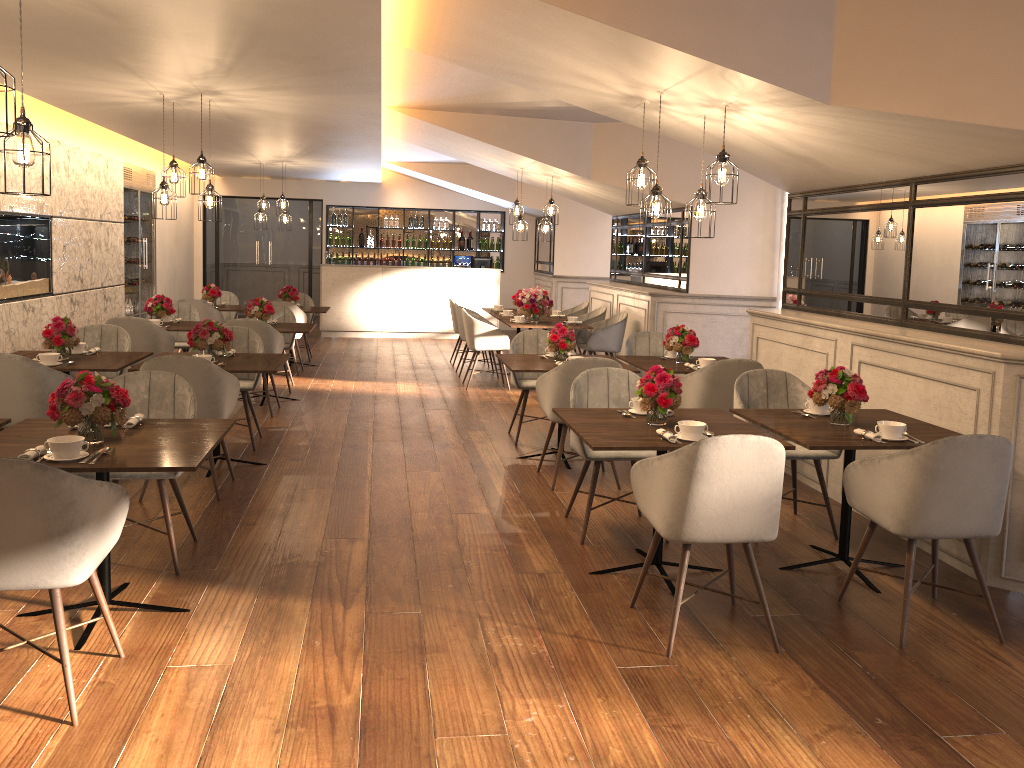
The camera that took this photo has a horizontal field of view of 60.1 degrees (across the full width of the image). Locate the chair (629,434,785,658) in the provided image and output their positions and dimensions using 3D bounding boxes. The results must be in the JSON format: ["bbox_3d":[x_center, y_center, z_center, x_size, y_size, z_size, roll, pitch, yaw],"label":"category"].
[{"bbox_3d":[0.795,0.579,3.570,0.565,0.868,0.529,1,6,-8],"label":"chair"}]

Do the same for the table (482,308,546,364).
[{"bbox_3d":[0.085,-0.611,11.766,0.896,0.717,0.902,1,7,-8],"label":"table"}]

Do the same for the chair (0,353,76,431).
[{"bbox_3d":[-2.912,0.219,5.210,0.565,0.868,0.529,1,6,-8],"label":"chair"}]

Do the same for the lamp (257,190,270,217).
[{"bbox_3d":[-3.586,-3.461,12.798,0.175,2.059,0.176,1,5,-7],"label":"lamp"}]

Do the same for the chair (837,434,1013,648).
[{"bbox_3d":[1.744,0.586,3.711,0.565,0.868,0.529,1,6,-8],"label":"chair"}]

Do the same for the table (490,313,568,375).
[{"bbox_3d":[0.221,-0.466,10.841,0.896,0.717,0.902,1,7,-8],"label":"table"}]

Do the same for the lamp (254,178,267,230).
[{"bbox_3d":[-3.544,-3.218,12.492,0.175,2.059,0.176,1,5,-7],"label":"lamp"}]

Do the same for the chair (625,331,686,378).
[{"bbox_3d":[1.184,0.024,7.302,0.565,0.868,0.529,1,6,-8],"label":"chair"}]

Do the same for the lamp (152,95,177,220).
[{"bbox_3d":[-2.726,-2.330,6.925,0.175,2.059,0.176,1,5,-7],"label":"lamp"}]

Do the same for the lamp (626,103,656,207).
[{"bbox_3d":[0.844,-2.155,5.518,0.175,2.059,0.176,1,5,-7],"label":"lamp"}]

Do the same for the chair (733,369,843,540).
[{"bbox_3d":[1.521,0.381,5.014,0.565,0.868,0.529,1,6,-8],"label":"chair"}]

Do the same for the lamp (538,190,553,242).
[{"bbox_3d":[0.428,-2.737,10.557,0.175,2.059,0.176,1,5,-7],"label":"lamp"}]

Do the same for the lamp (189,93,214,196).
[{"bbox_3d":[-2.370,-2.489,6.756,0.175,2.059,0.176,1,5,-7],"label":"lamp"}]

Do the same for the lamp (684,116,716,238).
[{"bbox_3d":[1.189,-1.930,5.385,0.175,2.059,0.176,1,5,-7],"label":"lamp"}]

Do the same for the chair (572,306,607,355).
[{"bbox_3d":[0.876,-0.533,10.910,0.526,0.868,0.568,1,6,-8],"label":"chair"}]

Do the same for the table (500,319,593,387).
[{"bbox_3d":[0.357,-0.322,9.916,0.896,0.717,0.902,1,7,-8],"label":"table"}]

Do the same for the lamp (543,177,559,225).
[{"bbox_3d":[0.482,-2.879,10.215,0.175,2.059,0.176,1,5,-7],"label":"lamp"}]

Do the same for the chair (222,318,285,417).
[{"bbox_3d":[-2.336,-0.171,7.890,0.565,0.868,0.529,1,6,-8],"label":"chair"}]

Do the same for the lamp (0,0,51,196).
[{"bbox_3d":[-1.874,-1.764,3.363,0.175,2.059,0.176,1,5,-7],"label":"lamp"}]

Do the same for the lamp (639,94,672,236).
[{"bbox_3d":[0.885,-1.913,5.212,0.175,2.059,0.176,1,5,-7],"label":"lamp"}]

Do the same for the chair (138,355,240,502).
[{"bbox_3d":[-1.963,0.226,5.351,0.565,0.868,0.529,1,6,-8],"label":"chair"}]

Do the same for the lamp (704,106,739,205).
[{"bbox_3d":[1.242,-2.071,5.043,0.175,2.059,0.176,1,5,-7],"label":"lamp"}]

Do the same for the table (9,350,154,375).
[{"bbox_3d":[-2.956,0.193,5.872,0.896,0.717,0.902,1,7,-8],"label":"table"}]

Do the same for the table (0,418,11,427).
[{"bbox_3d":[-2.597,0.574,3.431,0.896,0.717,0.902,1,7,-8],"label":"table"}]

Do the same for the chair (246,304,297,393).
[{"bbox_3d":[-2.513,-0.375,9.200,0.565,0.868,0.529,1,6,-8],"label":"chair"}]

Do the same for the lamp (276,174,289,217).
[{"bbox_3d":[-3.188,-3.377,12.323,0.175,2.059,0.176,1,5,-7],"label":"lamp"}]

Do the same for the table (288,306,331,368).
[{"bbox_3d":[-2.739,-0.578,10.991,0.896,0.717,0.902,1,7,-8],"label":"table"}]

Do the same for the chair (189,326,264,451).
[{"bbox_3d":[-2.140,0.022,6.661,0.565,0.868,0.529,1,6,-8],"label":"chair"}]

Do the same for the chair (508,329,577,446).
[{"bbox_3d":[0.236,0.017,7.162,0.565,0.868,0.529,1,6,-8],"label":"chair"}]

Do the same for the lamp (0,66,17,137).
[{"bbox_3d":[-1.821,-1.905,3.021,0.175,2.059,0.176,1,5,-7],"label":"lamp"}]

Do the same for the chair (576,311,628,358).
[{"bbox_3d":[1.012,-0.389,9.985,0.526,0.868,0.568,1,6,-8],"label":"chair"}]

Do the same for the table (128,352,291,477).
[{"bbox_3d":[-2.008,0.200,6.013,0.896,0.717,0.902,1,7,-8],"label":"table"}]

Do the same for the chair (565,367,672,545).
[{"bbox_3d":[0.572,0.374,4.873,0.565,0.868,0.529,1,6,-8],"label":"chair"}]

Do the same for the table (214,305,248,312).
[{"bbox_3d":[-3.688,-0.585,10.850,0.896,0.717,0.902,1,7,-8],"label":"table"}]

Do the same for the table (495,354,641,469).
[{"bbox_3d":[0.368,0.195,6.514,0.896,0.717,0.902,1,7,-8],"label":"table"}]

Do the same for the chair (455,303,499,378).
[{"bbox_3d":[-0.435,-0.540,10.697,0.526,0.868,0.568,1,6,-8],"label":"chair"}]

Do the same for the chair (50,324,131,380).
[{"bbox_3d":[-3.089,0.015,6.520,0.565,0.868,0.529,1,6,-8],"label":"chair"}]

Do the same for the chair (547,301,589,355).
[{"bbox_3d":[0.740,-0.678,11.835,0.526,0.868,0.568,1,6,-8],"label":"chair"}]

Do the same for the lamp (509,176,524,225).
[{"bbox_3d":[0.083,-2.963,10.690,0.175,2.059,0.176,1,5,-7],"label":"lamp"}]

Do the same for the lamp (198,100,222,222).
[{"bbox_3d":[-2.423,-2.347,7.098,0.175,2.059,0.176,1,5,-7],"label":"lamp"}]

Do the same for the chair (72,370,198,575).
[{"bbox_3d":[-1.781,0.403,4.221,0.565,0.868,0.529,1,6,-8],"label":"chair"}]

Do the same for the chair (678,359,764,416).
[{"bbox_3d":[1.408,0.228,5.999,0.565,0.868,0.529,1,6,-8],"label":"chair"}]

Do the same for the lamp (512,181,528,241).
[{"bbox_3d":[0.125,-2.720,10.384,0.175,2.059,0.176,1,5,-7],"label":"lamp"}]

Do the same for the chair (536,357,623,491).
[{"bbox_3d":[0.459,0.221,5.858,0.565,0.868,0.529,1,6,-8],"label":"chair"}]

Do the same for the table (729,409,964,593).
[{"bbox_3d":[1.654,0.560,4.366,0.896,0.717,0.902,1,7,-8],"label":"table"}]

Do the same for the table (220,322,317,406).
[{"bbox_3d":[-2.380,-0.196,8.551,0.896,0.717,0.902,1,7,-8],"label":"table"}]

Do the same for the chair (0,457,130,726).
[{"bbox_3d":[-1.604,0.607,2.911,0.565,0.868,0.529,1,6,-8],"label":"chair"}]

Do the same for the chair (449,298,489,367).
[{"bbox_3d":[-0.571,-0.685,11.622,0.526,0.868,0.568,1,6,-8],"label":"chair"}]

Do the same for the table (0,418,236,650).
[{"bbox_3d":[-1.648,0.581,3.572,0.896,0.717,0.902,1,7,-8],"label":"table"}]

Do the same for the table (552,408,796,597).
[{"bbox_3d":[0.705,0.553,4.225,0.896,0.717,0.902,1,7,-8],"label":"table"}]

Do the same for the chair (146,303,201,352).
[{"bbox_3d":[-3.462,-0.382,9.059,0.565,0.868,0.529,1,6,-8],"label":"chair"}]

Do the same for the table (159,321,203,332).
[{"bbox_3d":[-3.329,-0.203,8.410,0.896,0.717,0.902,1,7,-8],"label":"table"}]

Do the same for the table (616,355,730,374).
[{"bbox_3d":[1.317,0.202,6.654,0.896,0.717,0.902,1,7,-8],"label":"table"}]

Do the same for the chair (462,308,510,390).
[{"bbox_3d":[-0.299,-0.396,9.772,0.526,0.868,0.568,1,6,-8],"label":"chair"}]

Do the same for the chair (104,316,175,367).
[{"bbox_3d":[-3.285,-0.178,7.749,0.565,0.868,0.529,1,6,-8],"label":"chair"}]

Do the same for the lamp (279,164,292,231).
[{"bbox_3d":[-3.241,-3.235,12.664,0.175,2.059,0.176,1,5,-7],"label":"lamp"}]

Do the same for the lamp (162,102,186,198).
[{"bbox_3d":[-2.768,-2.573,7.231,0.175,2.059,0.176,1,5,-7],"label":"lamp"}]
